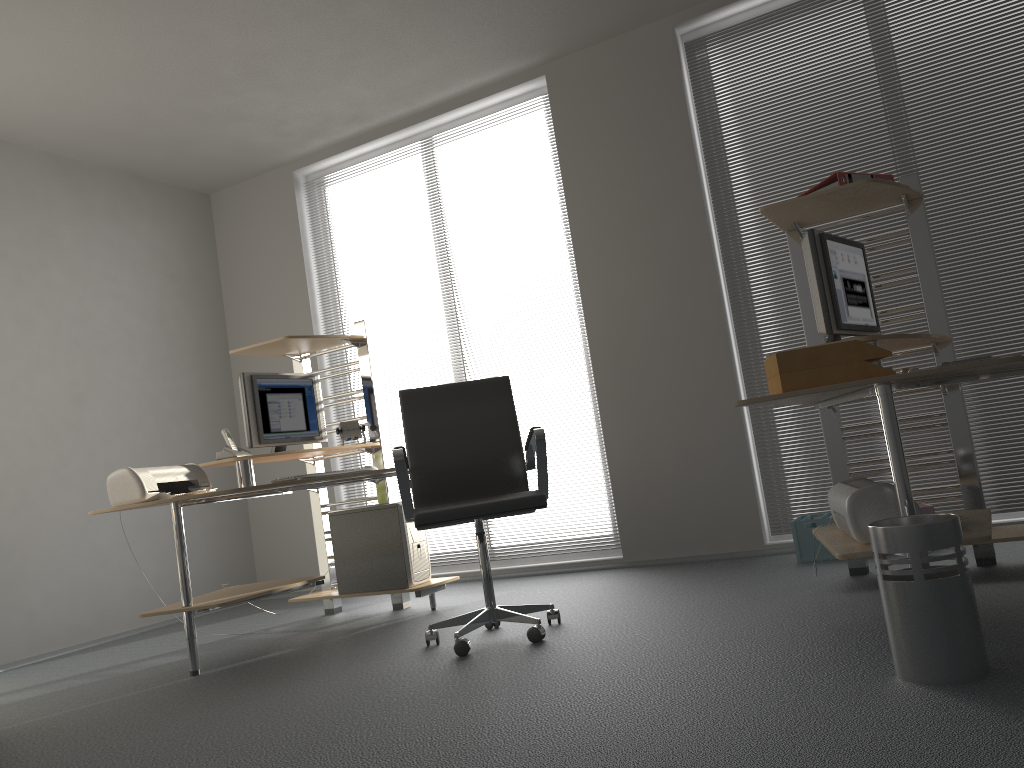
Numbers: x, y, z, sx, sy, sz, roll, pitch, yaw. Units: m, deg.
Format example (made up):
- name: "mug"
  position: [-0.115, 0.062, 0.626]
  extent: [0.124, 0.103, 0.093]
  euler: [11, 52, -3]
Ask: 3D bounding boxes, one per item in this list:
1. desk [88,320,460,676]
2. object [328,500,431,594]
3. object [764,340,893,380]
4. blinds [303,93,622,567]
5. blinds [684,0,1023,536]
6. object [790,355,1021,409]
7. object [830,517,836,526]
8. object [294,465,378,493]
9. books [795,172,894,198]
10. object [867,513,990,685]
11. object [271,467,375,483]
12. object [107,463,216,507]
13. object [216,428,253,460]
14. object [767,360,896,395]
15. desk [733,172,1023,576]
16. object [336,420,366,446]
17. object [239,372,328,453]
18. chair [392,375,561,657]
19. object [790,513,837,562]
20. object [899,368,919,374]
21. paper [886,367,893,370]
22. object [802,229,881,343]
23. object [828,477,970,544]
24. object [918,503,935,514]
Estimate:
- name: "desk"
  position: [-1.059, 0.422, 4.203]
  extent: [0.967, 1.566, 1.469]
  euler: [-12, -6, 28]
- name: "object"
  position: [-0.678, 0.841, 4.589]
  extent: [0.471, 0.422, 0.199]
  euler: [-12, -6, 28]
- name: "object"
  position: [0.910, -0.075, 2.581]
  extent: [0.309, 0.060, 0.225]
  euler: [-9, -6, 7]
- name: "blinds"
  position: [-0.417, -0.235, 5.681]
  extent: [1.950, 2.749, 0.037]
  euler: [-12, -6, 28]
- name: "blinds"
  position: [2.017, -0.732, 4.385]
  extent: [1.950, 2.770, 0.022]
  euler: [-12, -6, 28]
- name: "object"
  position: [1.299, 0.007, 3.004]
  extent: [0.814, 0.082, 0.478]
  euler: [-13, -7, 35]
- name: "object"
  position: [1.644, 0.712, 4.212]
  extent: [0.185, 0.202, 0.245]
  euler: [-12, -6, 28]
- name: "object"
  position: [-0.960, 0.508, 4.638]
  extent: [0.742, 0.088, 0.168]
  euler: [-12, -6, 30]
- name: "books"
  position: [1.286, -0.748, 3.476]
  extent: [0.320, 0.072, 0.262]
  euler: [-5, -6, -30]
- name: "object"
  position: [1.007, 0.518, 2.151]
  extent: [0.208, 0.377, 0.208]
  euler: [-7, -6, -19]
- name: "object"
  position: [-1.095, 0.501, 4.323]
  extent: [0.814, 0.082, 0.478]
  euler: [-13, -7, 35]
- name: "object"
  position: [-1.490, 0.427, 3.913]
  extent: [0.351, 0.162, 0.438]
  euler: [-11, -6, 20]
- name: "object"
  position: [-1.341, 0.283, 4.258]
  extent: [0.119, 0.151, 0.150]
  euler: [-10, -6, 14]
- name: "object"
  position: [0.919, -0.019, 2.576]
  extent: [0.309, 0.060, 0.225]
  euler: [-9, -6, 7]
- name: "desk"
  position: [1.368, -0.075, 2.909]
  extent: [0.967, 1.566, 1.469]
  euler: [-12, -6, 28]
- name: "object"
  position: [-0.860, 0.264, 4.742]
  extent: [0.154, 0.135, 0.093]
  euler: [-6, -6, -25]
- name: "object"
  position: [-1.206, 0.161, 4.608]
  extent: [0.245, 0.418, 0.516]
  euler: [-14, -7, 42]
- name: "chair"
  position: [-0.143, 0.477, 3.513]
  extent: [0.584, 1.048, 0.652]
  euler: [-8, -6, -7]
- name: "object"
  position: [1.483, 0.745, 4.298]
  extent: [0.185, 0.202, 0.245]
  euler: [-12, -6, 28]
- name: "object"
  position: [1.516, -0.035, 3.368]
  extent: [0.054, 0.064, 0.159]
  euler: [-8, -6, -5]
- name: "paper"
  position: [0.922, -0.007, 2.575]
  extent: [0.297, 0.019, 0.210]
  euler: [-9, -6, 7]
- name: "object"
  position: [1.202, -0.331, 3.327]
  extent: [0.516, 0.418, 0.245]
  euler: [-4, -7, -40]
- name: "object"
  position: [1.161, 0.358, 2.666]
  extent: [0.351, 0.162, 0.438]
  euler: [-10, -6, 12]
- name: "object"
  position: [1.852, 0.673, 4.131]
  extent: [0.185, 0.202, 0.245]
  euler: [-10, -6, 10]
